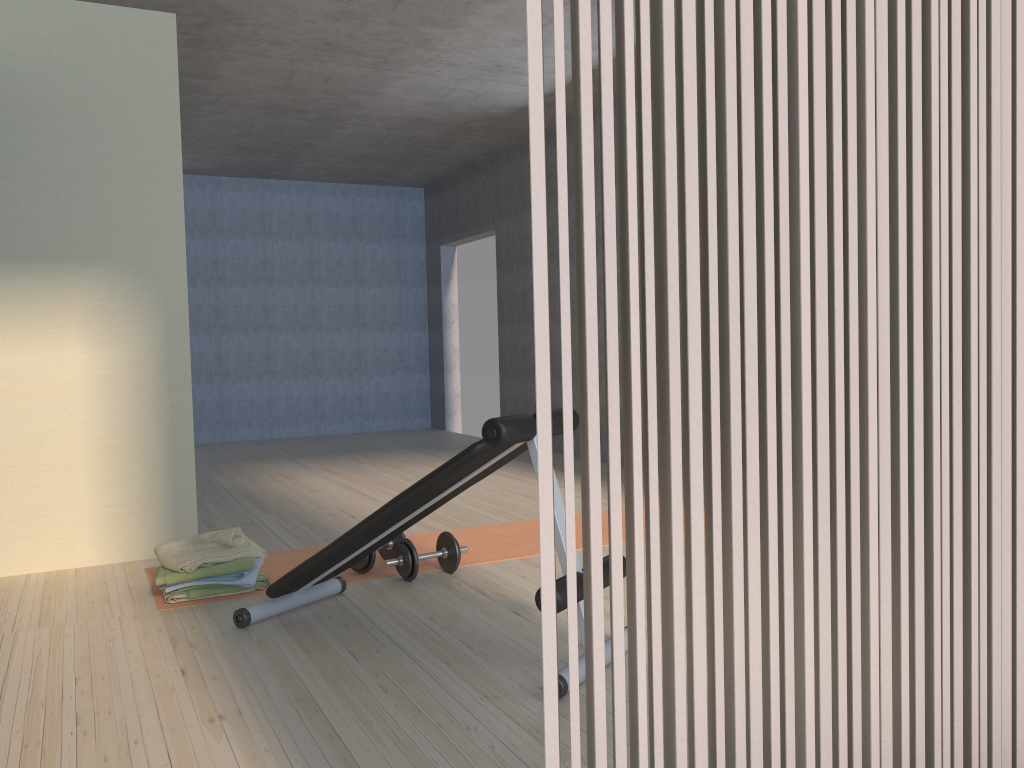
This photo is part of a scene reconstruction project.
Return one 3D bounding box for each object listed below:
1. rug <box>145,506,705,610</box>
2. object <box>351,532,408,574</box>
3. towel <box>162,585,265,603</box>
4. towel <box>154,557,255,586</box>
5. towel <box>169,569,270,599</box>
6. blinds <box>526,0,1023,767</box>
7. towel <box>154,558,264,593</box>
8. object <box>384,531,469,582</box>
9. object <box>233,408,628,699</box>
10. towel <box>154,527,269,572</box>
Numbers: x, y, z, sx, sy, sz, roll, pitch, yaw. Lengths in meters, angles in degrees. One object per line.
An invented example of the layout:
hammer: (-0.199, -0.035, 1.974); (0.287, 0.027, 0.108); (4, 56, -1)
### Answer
rug: (-0.224, 0.767, 4.219); (2.779, 0.002, 0.716); (-3, 3, -26)
object: (-0.583, 0.702, 3.797); (0.176, 0.176, 0.385); (0, 3, 35)
towel: (-1.222, 0.800, 3.588); (0.376, 0.044, 0.371); (-3, 3, -27)
towel: (-1.227, 0.717, 3.543); (0.376, 0.085, 0.371); (-3, 3, -21)
towel: (-1.202, 0.776, 3.588); (0.380, 0.081, 0.367); (-3, 3, -28)
blinds: (0.511, -0.488, 1.231); (1.133, 2.744, 0.069); (-3, 3, -26)
towel: (-1.208, 0.752, 3.563); (0.383, 0.078, 0.383); (-2, 3, -9)
object: (-0.349, 0.712, 3.669); (0.385, 0.176, 0.176); (-3, 3, -34)
object: (-0.288, 0.455, 2.890); (1.312, 0.746, 0.505); (0, 3, 33)
towel: (-1.217, 0.661, 3.566); (0.384, 0.123, 0.373); (-4, 4, -42)
